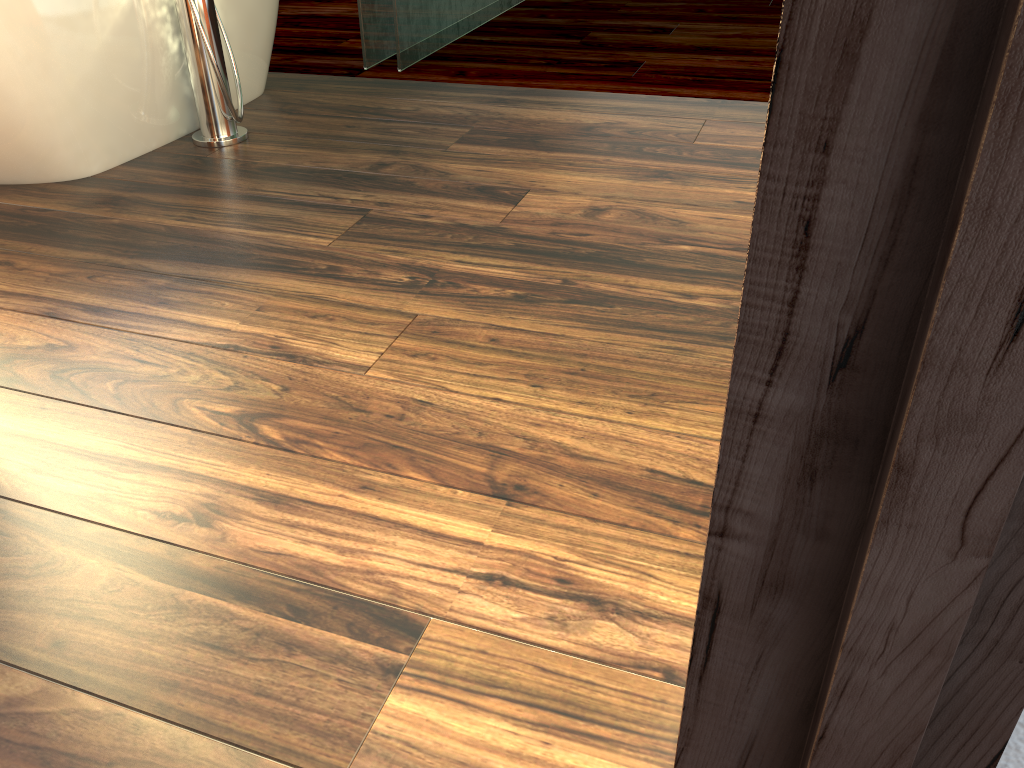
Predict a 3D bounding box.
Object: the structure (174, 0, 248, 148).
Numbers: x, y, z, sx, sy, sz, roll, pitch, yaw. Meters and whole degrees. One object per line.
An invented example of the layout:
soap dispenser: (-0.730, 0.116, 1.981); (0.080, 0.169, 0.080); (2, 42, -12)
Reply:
structure: (-0.825, -1.045, 2.213); (0.240, 0.896, 0.281); (-18, 37, -24)

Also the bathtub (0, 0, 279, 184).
bathtub: (-1.234, -0.992, 2.547); (0.776, 0.484, 1.598); (9, 35, 17)
